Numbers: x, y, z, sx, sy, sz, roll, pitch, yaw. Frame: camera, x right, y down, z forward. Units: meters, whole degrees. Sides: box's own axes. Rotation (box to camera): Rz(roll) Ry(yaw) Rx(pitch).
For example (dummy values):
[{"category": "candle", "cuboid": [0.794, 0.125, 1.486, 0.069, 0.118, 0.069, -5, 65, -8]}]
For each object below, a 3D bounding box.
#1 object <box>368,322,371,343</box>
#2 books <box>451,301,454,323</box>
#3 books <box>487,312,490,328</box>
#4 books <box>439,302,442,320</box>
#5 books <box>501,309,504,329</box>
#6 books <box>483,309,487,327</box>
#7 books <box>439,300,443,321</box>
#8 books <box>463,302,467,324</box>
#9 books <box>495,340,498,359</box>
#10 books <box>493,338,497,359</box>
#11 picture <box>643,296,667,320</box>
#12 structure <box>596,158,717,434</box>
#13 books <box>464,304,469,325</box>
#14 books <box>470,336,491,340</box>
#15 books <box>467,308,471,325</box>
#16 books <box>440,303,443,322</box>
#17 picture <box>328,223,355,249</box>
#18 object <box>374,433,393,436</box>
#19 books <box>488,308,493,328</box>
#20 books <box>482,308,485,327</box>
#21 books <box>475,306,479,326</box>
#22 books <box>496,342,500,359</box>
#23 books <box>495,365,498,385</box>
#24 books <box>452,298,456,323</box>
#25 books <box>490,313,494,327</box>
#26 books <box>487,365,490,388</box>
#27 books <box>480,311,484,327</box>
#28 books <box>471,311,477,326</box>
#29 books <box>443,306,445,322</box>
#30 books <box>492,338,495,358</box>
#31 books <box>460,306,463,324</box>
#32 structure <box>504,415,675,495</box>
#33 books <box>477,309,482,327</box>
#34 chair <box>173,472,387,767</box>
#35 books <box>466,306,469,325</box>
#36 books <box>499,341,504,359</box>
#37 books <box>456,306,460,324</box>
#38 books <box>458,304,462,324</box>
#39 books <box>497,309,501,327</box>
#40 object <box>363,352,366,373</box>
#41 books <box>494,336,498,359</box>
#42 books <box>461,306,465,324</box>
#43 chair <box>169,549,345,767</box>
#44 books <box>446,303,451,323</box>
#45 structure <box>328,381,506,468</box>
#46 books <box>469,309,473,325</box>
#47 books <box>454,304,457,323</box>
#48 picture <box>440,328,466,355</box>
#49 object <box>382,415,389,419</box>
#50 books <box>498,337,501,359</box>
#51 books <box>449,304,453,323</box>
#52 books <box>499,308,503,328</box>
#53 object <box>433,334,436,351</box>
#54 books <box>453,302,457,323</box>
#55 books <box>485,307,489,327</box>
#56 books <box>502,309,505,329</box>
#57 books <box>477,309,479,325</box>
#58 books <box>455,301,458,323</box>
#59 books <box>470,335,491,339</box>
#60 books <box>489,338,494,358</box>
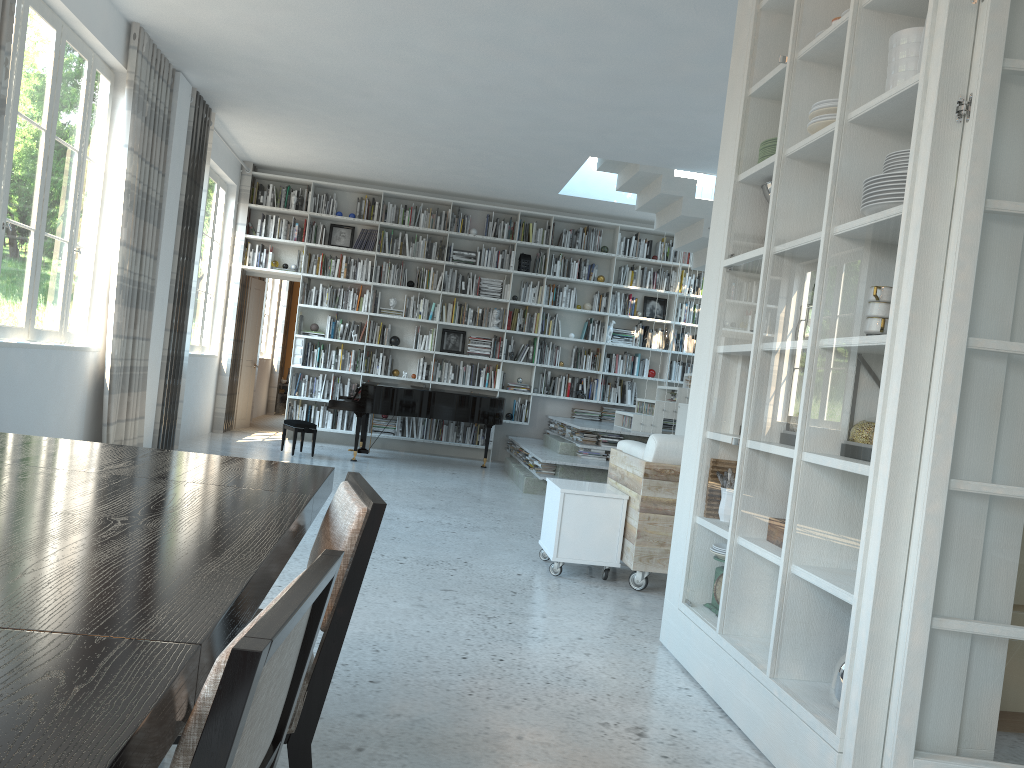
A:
[{"category": "object", "cuboid": [-1.757, -0.633, 10.938, 0.012, 0.270, 0.130, 7, 1, -7]}, {"category": "books", "cuboid": [-0.744, -0.889, 11.044, 0.010, 0.284, 0.136, 7, 1, -7]}, {"category": "books", "cuboid": [-0.301, -0.797, 11.091, 0.022, 0.206, 0.114, 7, 1, -7]}, {"category": "books", "cuboid": [-0.897, -0.892, 11.016, 0.012, 0.254, 0.161, 7, 1, -7]}, {"category": "books", "cuboid": [-0.125, -0.806, 11.095, 0.014, 0.266, 0.153, 7, 1, -7]}, {"category": "books", "cuboid": [-0.347, -0.814, 11.088, 0.025, 0.230, 0.143, 7, 1, -7]}, {"category": "books", "cuboid": [-0.885, -0.905, 11.026, 0.010, 0.282, 0.140, 7, 1, -7]}, {"category": "books", "cuboid": [-0.594, -0.871, 11.041, 0.013, 0.284, 0.176, 7, 1, -7]}, {"category": "books", "cuboid": [-0.201, -0.428, 11.115, 0.013, 0.232, 0.134, 7, 1, -7]}, {"category": "books", "cuboid": [-0.222, -0.442, 11.106, 0.013, 0.256, 0.162, 7, 1, -7]}, {"category": "picture", "cuboid": [1.832, -0.962, 11.373, 0.300, 0.300, 0.077, 7, 1, -7]}, {"category": "structure", "cuboid": [1.786, -0.811, 9.504, 2.614, 3.383, 1.953, 7, 1, -7]}, {"category": "books", "cuboid": [-0.573, -0.860, 11.029, 0.028, 0.268, 0.189, 7, 1, -7]}, {"category": "books", "cuboid": [-0.397, -0.571, 11.077, 0.254, 0.012, 0.161, 7, 0, -10]}, {"category": "books", "cuboid": [-0.541, -0.831, 11.048, 0.024, 0.216, 0.175, 7, 1, -7]}, {"category": "books", "cuboid": [-0.877, -0.880, 11.027, 0.011, 0.235, 0.141, 7, 1, -7]}, {"category": "picture", "cuboid": [-2.097, -1.806, 10.896, 0.300, 0.300, 0.077, 7, 1, -7]}, {"category": "object", "cuboid": [-1.594, 0.617, 10.977, 0.254, 0.007, 0.161, 7, 0, -4]}, {"category": "books", "cuboid": [-0.274, -0.820, 11.087, 0.024, 0.259, 0.126, 7, 1, -7]}, {"category": "books", "cuboid": [-0.360, -0.823, 11.049, 0.012, 0.245, 0.186, 7, 1, -7]}, {"category": "books", "cuboid": [-0.441, -0.840, 11.063, 0.014, 0.258, 0.161, 7, 1, -7]}, {"category": "books", "cuboid": [-0.185, -0.419, 11.115, 0.021, 0.217, 0.132, 7, 1, -7]}, {"category": "books", "cuboid": [-0.207, -0.094, 11.120, 0.011, 0.300, 0.149, 7, 1, -7]}, {"category": "books", "cuboid": [-0.725, -0.903, 11.002, 0.014, 0.317, 0.188, 7, 1, -7]}, {"category": "books", "cuboid": [-0.249, -0.788, 11.088, 0.035, 0.201, 0.149, 7, 1, -7]}, {"category": "books", "cuboid": [-0.298, -0.097, 11.118, 0.010, 0.284, 0.132, 7, 1, -7]}, {"category": "books", "cuboid": [-0.384, -0.804, 11.057, 0.029, 0.200, 0.178, 7, 1, -7]}, {"category": "books", "cuboid": [-0.478, -0.814, 11.069, 0.050, 0.199, 0.145, 7, 1, -7]}, {"category": "books", "cuboid": [-0.845, -0.863, 11.006, 0.053, 0.209, 0.156, 7, 1, -7]}, {"category": "books", "cuboid": [-0.243, -0.447, 11.092, 0.011, 0.261, 0.184, 7, 1, -7]}, {"category": "books", "cuboid": [-0.635, -0.847, 11.037, 0.012, 0.228, 0.169, 7, 1, -7]}, {"category": "structure", "cuboid": [1.406, 0.848, 9.897, 2.899, 0.659, 3.111, 7, 0, -7]}, {"category": "books", "cuboid": [-0.411, -0.819, 11.052, 0.029, 0.224, 0.185, 7, 1, -7]}, {"category": "chair", "cuboid": [-0.619, 0.577, 1.831, 0.570, 0.782, 0.479, 7, 1, -17]}, {"category": "books", "cuboid": [-0.558, -0.850, 11.059, 0.011, 0.251, 0.130, 7, 1, -7]}, {"category": "books", "cuboid": [-0.143, -0.420, 11.092, 0.034, 0.229, 0.199, 7, 1, -7]}, {"category": "books", "cuboid": [-0.682, -0.853, 11.046, 0.024, 0.228, 0.147, 7, 1, -7]}, {"category": "books", "cuboid": [-0.655, -0.866, 11.054, 0.028, 0.259, 0.134, 7, 1, -7]}, {"category": "books", "cuboid": [-0.170, -0.808, 11.096, 0.025, 0.260, 0.130, 7, 1, -7]}, {"category": "object", "cuboid": [-1.811, -0.262, 10.931, 0.012, 0.254, 0.161, 7, 1, -7]}, {"category": "books", "cuboid": [-0.208, -0.457, 11.106, 0.011, 0.288, 0.152, 7, 1, -7]}, {"category": "books", "cuboid": [-0.616, -0.849, 11.046, 0.025, 0.236, 0.137, 7, 1, -7]}, {"category": "chair", "cuboid": [-0.555, 0.588, 1.004, 0.570, 0.782, 0.480, 7, 1, -2]}, {"category": "books", "cuboid": [-0.792, -0.876, 11.032, 0.026, 0.248, 0.139, 7, 1, -7]}, {"category": "structure", "cuboid": [-1.040, 0.461, 9.911, 1.918, 0.833, 1.334, 7, 0, -7]}, {"category": "books", "cuboid": [-0.515, -0.827, 11.052, 0.030, 0.215, 0.168, 7, 1, -7]}, {"category": "books", "cuboid": [-0.707, -0.865, 11.037, 0.010, 0.245, 0.149, 7, 1, -7]}, {"category": "picture", "cuboid": [-0.737, -0.529, 11.092, 0.300, 0.300, 0.077, 7, 1, -7]}, {"category": "object", "cuboid": [-1.566, 0.387, 10.937, 0.086, 0.087, 0.086, 6, 1, -29]}, {"category": "books", "cuboid": [-0.164, -0.447, 11.099, 0.011, 0.279, 0.186, 7, 1, -7]}, {"category": "books", "cuboid": [-0.765, -0.869, 11.029, 0.029, 0.240, 0.155, 7, 1, -7]}, {"category": "books", "cuboid": [-0.145, -0.815, 11.109, 0.025, 0.279, 0.108, 7, 1, -7]}, {"category": "object", "cuboid": [-0.968, -0.511, 11.036, 0.017, 0.216, 0.103, 7, 1, -7]}, {"category": "books", "cuboid": [-0.714, -0.876, 11.003, 0.015, 0.266, 0.189, 7, 1, -7]}, {"category": "books", "cuboid": [-0.319, -0.825, 11.071, 0.025, 0.258, 0.150, 7, 1, -7]}, {"category": "books", "cuboid": [-0.113, -0.802, 11.109, 0.014, 0.261, 0.137, 7, 1, -7]}, {"category": "books", "cuboid": [-0.431, -0.826, 11.060, 0.010, 0.234, 0.174, 7, 1, -7]}, {"category": "books", "cuboid": [-0.693, -0.881, 11.020, 0.010, 0.281, 0.170, 7, 1, -7]}, {"category": "books", "cuboid": [-0.395, -0.583, 11.074, 0.254, 0.012, 0.161, 7, 0, -3]}, {"category": "books", "cuboid": [-0.255, -0.445, 11.094, 0.012, 0.254, 0.161, 7, 1, -7]}]
